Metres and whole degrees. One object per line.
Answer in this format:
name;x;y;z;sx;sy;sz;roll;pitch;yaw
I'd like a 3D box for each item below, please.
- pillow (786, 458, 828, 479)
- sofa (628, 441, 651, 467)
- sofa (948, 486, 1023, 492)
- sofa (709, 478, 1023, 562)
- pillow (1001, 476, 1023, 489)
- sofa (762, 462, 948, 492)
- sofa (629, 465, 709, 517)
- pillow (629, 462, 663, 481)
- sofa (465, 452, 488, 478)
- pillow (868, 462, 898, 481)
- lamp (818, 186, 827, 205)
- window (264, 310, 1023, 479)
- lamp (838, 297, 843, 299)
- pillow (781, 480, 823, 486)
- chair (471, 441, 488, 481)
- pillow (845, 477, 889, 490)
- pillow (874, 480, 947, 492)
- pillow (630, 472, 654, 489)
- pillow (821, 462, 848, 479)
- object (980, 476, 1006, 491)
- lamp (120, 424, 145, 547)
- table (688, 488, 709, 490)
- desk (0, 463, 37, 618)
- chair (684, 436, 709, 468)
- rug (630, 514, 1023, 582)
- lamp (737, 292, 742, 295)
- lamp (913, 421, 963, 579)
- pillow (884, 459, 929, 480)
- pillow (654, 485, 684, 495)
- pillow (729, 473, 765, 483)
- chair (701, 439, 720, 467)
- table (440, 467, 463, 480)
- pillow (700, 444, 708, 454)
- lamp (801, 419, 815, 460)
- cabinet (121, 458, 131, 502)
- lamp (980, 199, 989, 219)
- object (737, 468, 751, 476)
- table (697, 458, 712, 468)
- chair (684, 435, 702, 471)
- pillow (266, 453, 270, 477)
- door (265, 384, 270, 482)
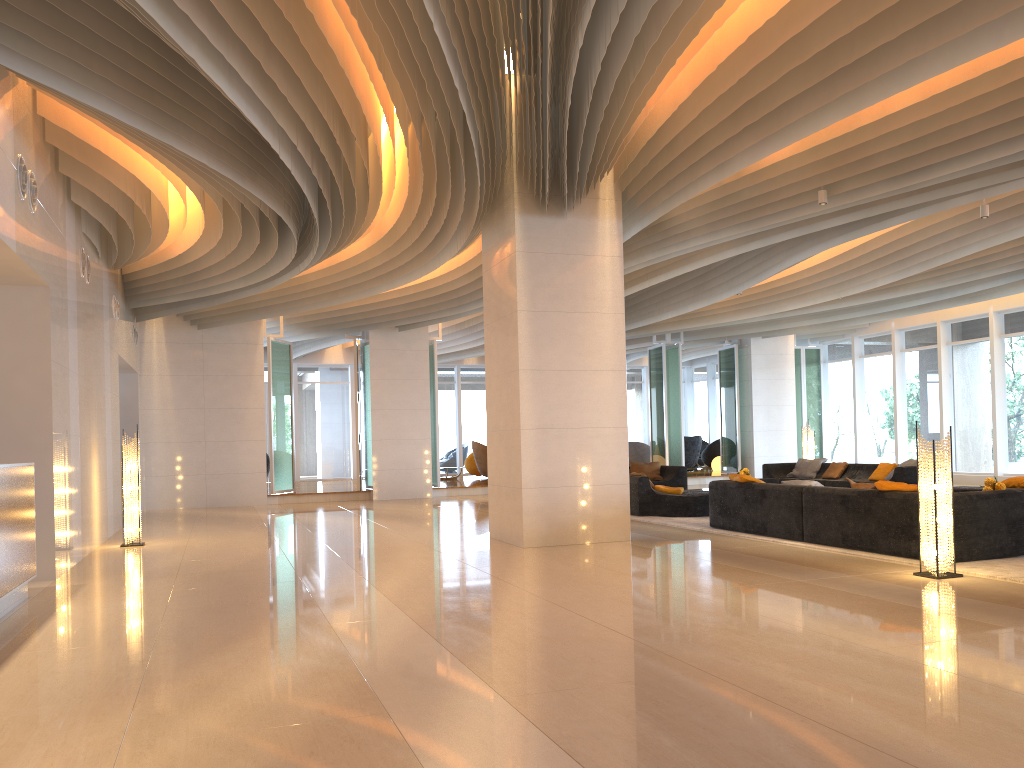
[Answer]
pillow;5.578;1.592;16.797;0.557;0.377;0.629;1;-4;-41
sofa;2.752;2.006;24.049;2.526;0.900;1.127;-4;-3;30
sofa;7.229;1.340;10.858;1.366;0.582;4.105;0;-4;-20
sofa;3.399;1.329;9.214;0.951;0.581;3.744;-1;-4;-18
pillow;6.922;1.358;12.144;0.442;0.192;0.596;-4;-4;36
sofa;5.857;1.692;15.536;0.951;0.581;3.744;-1;-4;-18
sofa;2.520;1.703;14.929;2.855;0.652;5.043;0;-4;-19
pillow;2.608;1.703;17.284;0.637;0.377;0.549;-2;-3;3
sofa;-0.079;2.118;24.599;2.599;0.900;1.095;1;-3;-30
pillow;6.208;1.472;14.848;0.325;0.312;0.404;-1;-3;-17
lamp;3.207;-2.618;9.209;0.090;1.505;0.088;-1;-1;-28
window;8.695;-0.055;13.643;53.630;3.216;22.528;-4;-5;36
lamp;5.744;-2.254;15.572;0.088;1.505;0.090;-2;-1;26
pillow;3.215;1.224;9.561;0.424;0.376;0.582;-1;-3;-17
chair;-0.438;1.926;22.404;1.143;1.004;1.510;-1;-3;-11
pillow;3.537;1.112;8.585;0.448;0.409;0.596;-1;-3;-17
pillow;3.668;1.045;7.956;0.557;0.377;0.629;1;-4;-41
pillow;1.967;1.456;13.134;0.332;0.311;0.420;-1;-3;-17
pillow;5.826;1.560;16.000;0.325;0.312;0.403;-1;-3;-21
object;5.326;1.204;9.818;0.236;0.376;0.266;-2;-2;3
lamp;-4.563;1.211;10.633;0.253;1.449;0.248;-1;-1;-19
table;3.843;1.879;14.805;1.617;0.220;1.587;0;-4;-19
desk;-3.160;0.909;3.738;0.907;1.048;6.611;-1;-4;-18
chair;5.690;2.150;28.081;1.524;1.004;1.133;-1;-2;-7
rug;5.353;1.645;10.265;5.570;0.022;16.077;0;-4;-19
lamp;3.787;-2.251;14.863;0.088;1.505;0.090;-2;-1;26
lamp;3.253;0.875;6.809;0.253;1.197;0.248;-1;-1;-19
pillow;6.383;1.408;14.372;0.546;0.377;0.641;-2;-3;3
pillow;2.291;1.536;12.922;0.407;0.135;0.420;-2;-4;15
pillow;2.863;1.230;10.381;0.546;0.377;0.641;-2;-3;3
chair;6.315;2.003;26.157;1.532;1.004;1.127;-1;-3;-17
table;-1.844;2.390;23.631;1.088;0.318;0.814;-1;-4;-13
pillow;6.036;2.054;28.176;0.501;0.408;0.466;-2;-2;8
lamp;5.980;1.425;17.872;0.253;1.449;0.248;-1;-1;-19
cabinet;-6.348;1.496;13.875;0.565;0.661;1.497;-1;-3;-19
lamp;5.292;-2.621;9.971;0.087;1.505;0.090;-2;-1;44
object;3.922;1.591;14.994;0.234;0.376;0.268;-2;-2;13
table;6.083;2.418;27.120;1.088;0.318;0.814;-1;-4;-13
chair;4.800;1.980;25.219;1.118;1.004;1.544;-4;-4;44
pillow;-5.990;1.852;19.150;1.535;1.004;1.125;0;-3;-22
door;-6.894;1.376;24.975;1.474;2.769;0.059;-1;-1;-20
